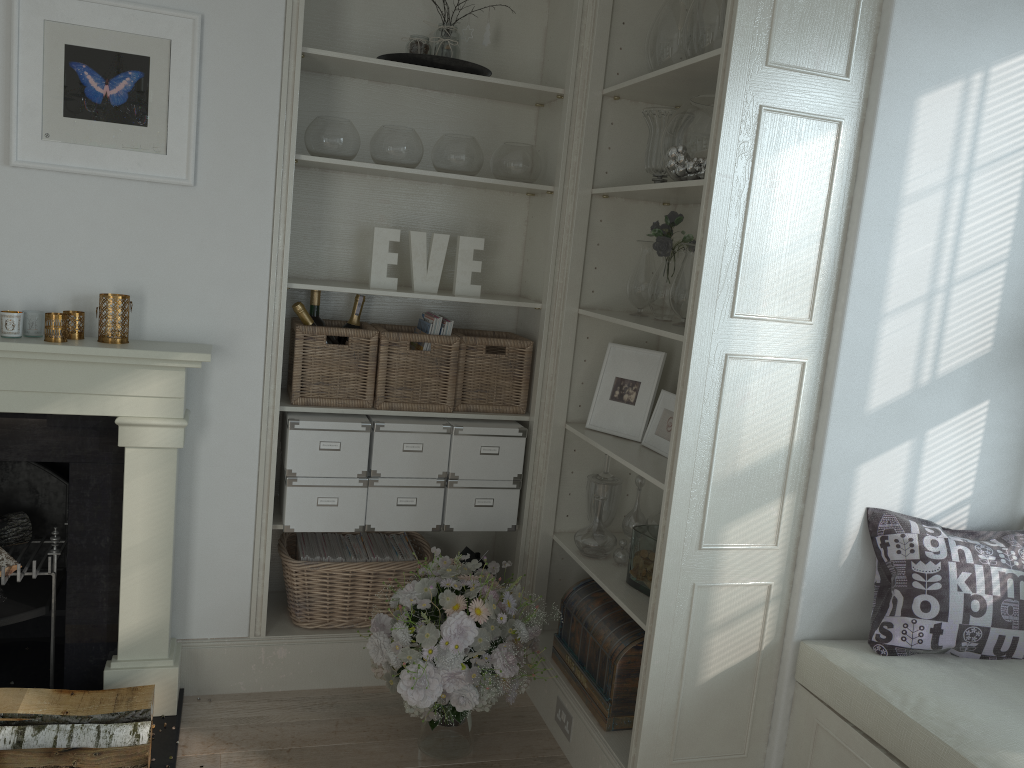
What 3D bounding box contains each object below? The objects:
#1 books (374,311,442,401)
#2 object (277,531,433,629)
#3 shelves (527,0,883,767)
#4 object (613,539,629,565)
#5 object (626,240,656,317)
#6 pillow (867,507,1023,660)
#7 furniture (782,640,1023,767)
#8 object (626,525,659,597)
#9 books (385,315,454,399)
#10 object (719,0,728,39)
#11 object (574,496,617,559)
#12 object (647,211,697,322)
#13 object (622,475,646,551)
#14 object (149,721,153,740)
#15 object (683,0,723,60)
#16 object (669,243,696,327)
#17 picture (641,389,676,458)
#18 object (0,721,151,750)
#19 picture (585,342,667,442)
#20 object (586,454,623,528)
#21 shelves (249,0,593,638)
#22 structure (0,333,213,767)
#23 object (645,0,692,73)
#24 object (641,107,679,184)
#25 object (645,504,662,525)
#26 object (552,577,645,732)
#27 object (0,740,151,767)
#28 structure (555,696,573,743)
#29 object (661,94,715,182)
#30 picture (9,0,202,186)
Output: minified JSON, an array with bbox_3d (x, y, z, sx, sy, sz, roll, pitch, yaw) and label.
[{"bbox_3d":[-0.385,-0.105,3.167,0.205,0.306,0.221,3,9,-18],"label":"books"},{"bbox_3d":[-0.582,0.709,3.254,0.554,0.263,0.408,3,9,-17],"label":"object"},{"bbox_3d":[0.504,-0.230,2.704,0.399,2.523,0.972,3,9,-18],"label":"shelves"},{"bbox_3d":[0.365,0.556,2.941,0.056,0.090,0.056,8,9,13],"label":"object"},{"bbox_3d":[0.447,-0.357,3.010,0.110,0.251,0.110,14,12,43],"label":"object"},{"bbox_3d":[1.208,0.563,2.388,0.550,0.398,0.229,5,9,-5],"label":"pillow"},{"bbox_3d":[1.593,1.168,1.077,0.837,0.459,3.150,3,9,-18],"label":"furniture"},{"bbox_3d":[0.494,0.568,2.648,0.171,0.180,0.387,3,9,-18],"label":"object"},{"bbox_3d":[-0.347,-0.093,3.181,0.205,0.306,0.221,3,9,-18],"label":"books"},{"bbox_3d":[0.664,-1.043,2.391,0.193,0.362,0.193,0,11,-34],"label":"object"},{"bbox_3d":[0.289,0.482,3.010,0.148,0.200,0.148,13,11,39],"label":"object"},{"bbox_3d":[0.503,-0.382,2.866,0.166,0.355,0.206,9,9,21],"label":"object"},{"bbox_3d":[0.433,0.448,3.091,0.088,0.271,0.088,4,9,-13],"label":"object"},{"bbox_3d":[-1.330,1.011,2.532,0.561,0.078,0.078,3,9,-17],"label":"object"},{"bbox_3d":[0.611,-1.086,2.639,0.193,0.362,0.193,0,11,-34],"label":"object"},{"bbox_3d":[0.540,-0.302,2.711,0.110,0.251,0.110,14,12,43],"label":"object"},{"bbox_3d":[0.525,0.129,2.806,0.124,0.192,0.206,2,9,-23],"label":"picture"},{"bbox_3d":[-1.266,1.000,2.472,0.483,0.128,0.084,3,9,-16],"label":"object"},{"bbox_3d":[0.395,0.024,3.017,0.231,0.300,0.127,14,12,41],"label":"picture"},{"bbox_3d":[0.323,0.404,3.151,0.129,0.315,0.129,4,9,-13],"label":"object"},{"bbox_3d":[-0.350,-0.383,3.134,0.992,2.523,0.399,3,9,-18],"label":"shelves"},{"bbox_3d":[-1.685,0.420,2.675,1.432,1.191,1.026,3,9,-18],"label":"structure"},{"bbox_3d":[0.531,-1.130,2.868,0.193,0.362,0.193,0,11,-34],"label":"object"},{"bbox_3d":[0.487,-0.747,2.860,0.168,0.256,0.168,11,10,29],"label":"object"},{"bbox_3d":[0.502,0.505,3.045,0.094,0.188,0.094,10,9,24],"label":"object"},{"bbox_3d":[0.355,0.847,2.860,0.290,0.297,0.475,3,9,-18],"label":"object"},{"bbox_3d":[-1.200,1.036,2.430,0.389,0.085,0.109,3,9,-16],"label":"object"},{"bbox_3d":[0.166,1.076,2.850,0.010,0.084,0.140,3,9,-18],"label":"structure"},{"bbox_3d":[0.595,-0.687,2.556,0.329,0.249,0.329,-2,12,-43],"label":"object"},{"bbox_3d":[-1.173,-0.854,2.569,0.494,0.496,0.024,3,9,-18],"label":"picture"}]
